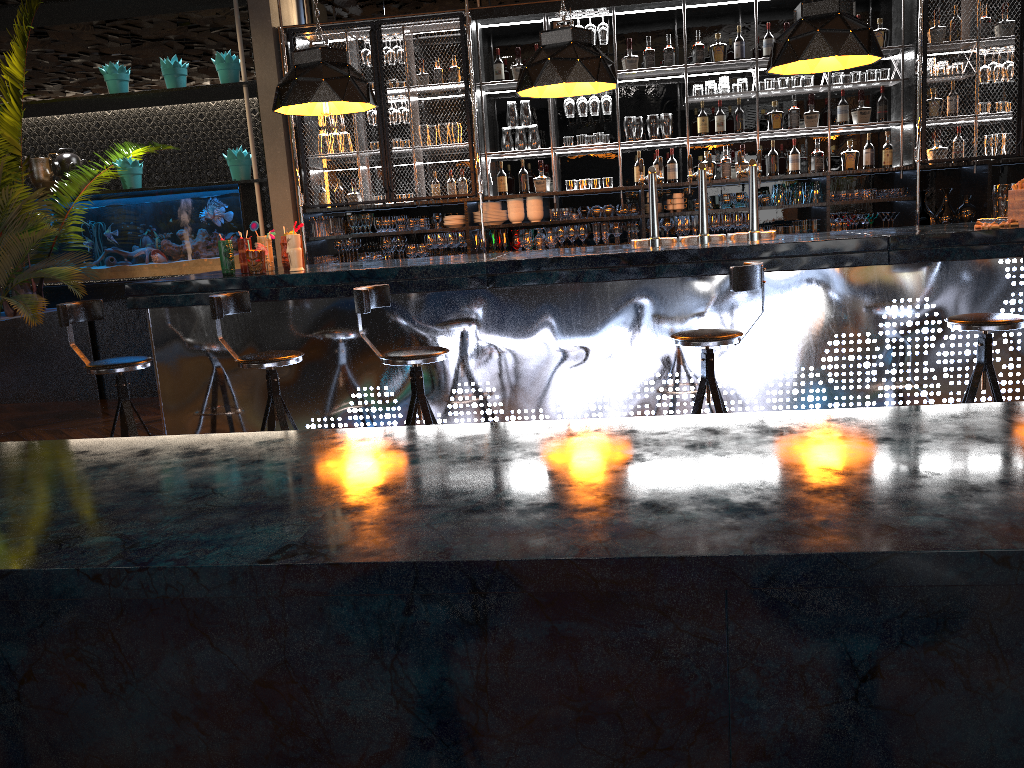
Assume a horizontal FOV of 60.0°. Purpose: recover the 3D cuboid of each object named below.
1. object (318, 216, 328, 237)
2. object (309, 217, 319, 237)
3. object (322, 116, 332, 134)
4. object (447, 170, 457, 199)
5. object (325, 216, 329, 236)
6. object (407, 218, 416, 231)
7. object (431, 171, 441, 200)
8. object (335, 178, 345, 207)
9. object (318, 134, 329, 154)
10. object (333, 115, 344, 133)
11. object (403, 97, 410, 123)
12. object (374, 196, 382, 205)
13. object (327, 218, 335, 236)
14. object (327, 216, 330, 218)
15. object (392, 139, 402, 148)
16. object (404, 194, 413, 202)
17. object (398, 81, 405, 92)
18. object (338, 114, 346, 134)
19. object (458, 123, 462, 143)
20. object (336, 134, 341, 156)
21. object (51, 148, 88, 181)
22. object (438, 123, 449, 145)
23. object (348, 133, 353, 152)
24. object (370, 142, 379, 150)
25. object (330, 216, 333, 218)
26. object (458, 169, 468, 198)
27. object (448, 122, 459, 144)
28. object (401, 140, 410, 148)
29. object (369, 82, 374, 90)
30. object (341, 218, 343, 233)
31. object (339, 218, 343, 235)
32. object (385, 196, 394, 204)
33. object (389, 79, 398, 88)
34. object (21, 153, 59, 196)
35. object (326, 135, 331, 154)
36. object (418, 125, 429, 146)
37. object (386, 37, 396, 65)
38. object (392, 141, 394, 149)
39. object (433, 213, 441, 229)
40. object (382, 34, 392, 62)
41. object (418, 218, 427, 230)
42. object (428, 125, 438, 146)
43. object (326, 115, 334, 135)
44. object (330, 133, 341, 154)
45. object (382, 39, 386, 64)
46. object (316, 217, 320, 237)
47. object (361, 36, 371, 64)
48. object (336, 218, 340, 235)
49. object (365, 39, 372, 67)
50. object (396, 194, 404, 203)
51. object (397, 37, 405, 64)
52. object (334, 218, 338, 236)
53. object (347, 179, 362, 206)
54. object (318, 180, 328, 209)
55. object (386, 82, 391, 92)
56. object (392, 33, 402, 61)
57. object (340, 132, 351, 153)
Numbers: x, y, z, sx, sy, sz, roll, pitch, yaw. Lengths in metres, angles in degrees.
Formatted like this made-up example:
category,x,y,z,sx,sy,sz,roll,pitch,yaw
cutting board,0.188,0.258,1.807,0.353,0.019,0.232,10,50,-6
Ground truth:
category,x,y,z,sx,sy,sz,roll,pitch,yaw
object,-1.659,-1.382,7.771,0.067,0.174,0.067,-14,14,-43
object,-1.739,-1.376,7.770,0.067,0.174,0.067,-1,11,15
object,-1.628,-2.291,7.788,0.092,0.182,0.092,-4,10,2
object,-0.531,-1.751,7.801,0.075,0.260,0.075,-11,13,-33
object,-1.657,-1.396,7.847,0.067,0.174,0.067,3,12,32
object,-0.869,-1.376,7.655,0.078,0.103,0.078,-13,14,-39
object,-0.670,-1.739,7.797,0.075,0.261,0.075,-11,13,-33
object,-1.533,-1.696,7.878,0.075,0.260,0.075,5,14,40
object,-1.666,-2.110,7.828,0.092,0.182,0.092,-4,10,2
object,-1.527,-2.297,7.783,0.092,0.182,0.092,-4,10,2
object,-0.927,-2.396,7.761,0.081,0.213,0.081,-2,11,13
object,-1.179,-1.617,7.819,0.077,0.080,0.077,-14,14,-43
object,-1.578,-1.371,7.744,0.051,0.152,0.058,-2,11,12
object,-1.649,-1.413,7.935,0.067,0.174,0.067,-10,12,-32
object,-0.993,-2.076,7.674,0.077,0.080,0.077,-3,10,3
object,-0.906,-1.633,7.804,0.077,0.080,0.077,-5,10,-4
object,-0.969,-2.600,7.759,0.077,0.080,0.077,6,14,42
object,-1.522,-2.312,7.861,0.092,0.182,0.092,-4,10,2
object,-0.480,-2.174,7.729,0.092,0.182,0.092,-4,10,2
object,-1.558,-2.133,7.909,0.092,0.182,0.092,-4,10,2
object,-4.058,-2.010,8.124,0.278,0.292,0.290,6,14,43
object,-0.592,-2.155,7.671,0.092,0.182,0.092,-4,10,2
object,-1.465,-2.135,7.889,0.092,0.182,0.092,-4,10,2
object,-1.206,-2.083,7.791,0.077,0.080,0.077,0,11,19
object,-1.640,-1.429,8.020,0.067,0.174,0.067,-13,14,-42
object,-0.431,-1.751,7.768,0.075,0.260,0.075,-11,13,-33
object,-0.501,-2.156,7.639,0.092,0.182,0.092,-4,10,2
object,-0.934,-2.108,7.823,0.077,0.080,0.077,-3,10,3
object,-1.236,-2.570,7.697,0.077,0.080,0.077,-4,10,-2
object,-1.555,-1.416,7.977,0.051,0.152,0.058,2,12,31
object,-1.547,-1.405,7.918,0.051,0.152,0.058,3,12,33
object,-1.077,-1.619,7.795,0.077,0.080,0.077,-5,11,-7
object,-1.014,-2.568,7.606,0.077,0.080,0.077,6,14,42
object,-4.395,-1.934,8.272,0.378,0.398,0.232,4,13,37
object,-1.664,-2.129,7.929,0.092,0.182,0.092,-4,10,2
object,-0.760,-2.143,7.669,0.092,0.182,0.092,-4,10,2
object,-1.050,-2.882,7.682,0.081,0.213,0.081,-2,11,13
object,-1.039,-2.102,7.829,0.077,0.080,0.077,-10,12,-28
object,-0.648,-1.416,7.709,0.074,0.131,0.074,0,11,20
object,-1.066,-2.855,7.541,0.081,0.213,0.081,-2,11,13
object,-0.771,-1.377,7.636,0.078,0.099,0.078,-9,12,-25
object,-0.694,-2.165,7.760,0.092,0.182,0.092,-4,10,2
object,-1.622,-2.310,7.884,0.092,0.182,0.092,-4,10,2
object,-1.563,-2.115,7.816,0.092,0.182,0.092,-4,10,2
object,-1.136,-2.878,7.692,0.081,0.213,0.081,-2,11,13
object,-1.728,-1.390,7.843,0.067,0.174,0.067,-13,14,-42
object,-1.247,-2.847,7.564,0.081,0.213,0.081,-2,11,13
object,-1.556,-1.394,7.860,0.058,0.152,0.051,-10,12,-31
object,-1.231,-2.874,7.704,0.081,0.213,0.081,-2,11,13
object,-0.991,-1.639,7.869,0.077,0.080,0.077,-9,12,-27
object,-0.960,-2.886,7.670,0.081,0.213,0.081,-2,11,13
object,-1.567,-1.382,7.802,0.058,0.152,0.051,-2,11,11
object,-1.396,-1.695,7.873,0.108,0.244,0.108,0,11,21
object,-1.696,-1.693,7.926,0.075,0.261,0.075,-11,13,-33
object,-1.078,-2.593,7.763,0.077,0.080,0.077,-9,12,-27
object,-0.977,-2.859,7.530,0.081,0.213,0.081,-2,11,13
object,-1.464,-2.118,7.793,0.092,0.182,0.092,-4,10,2
